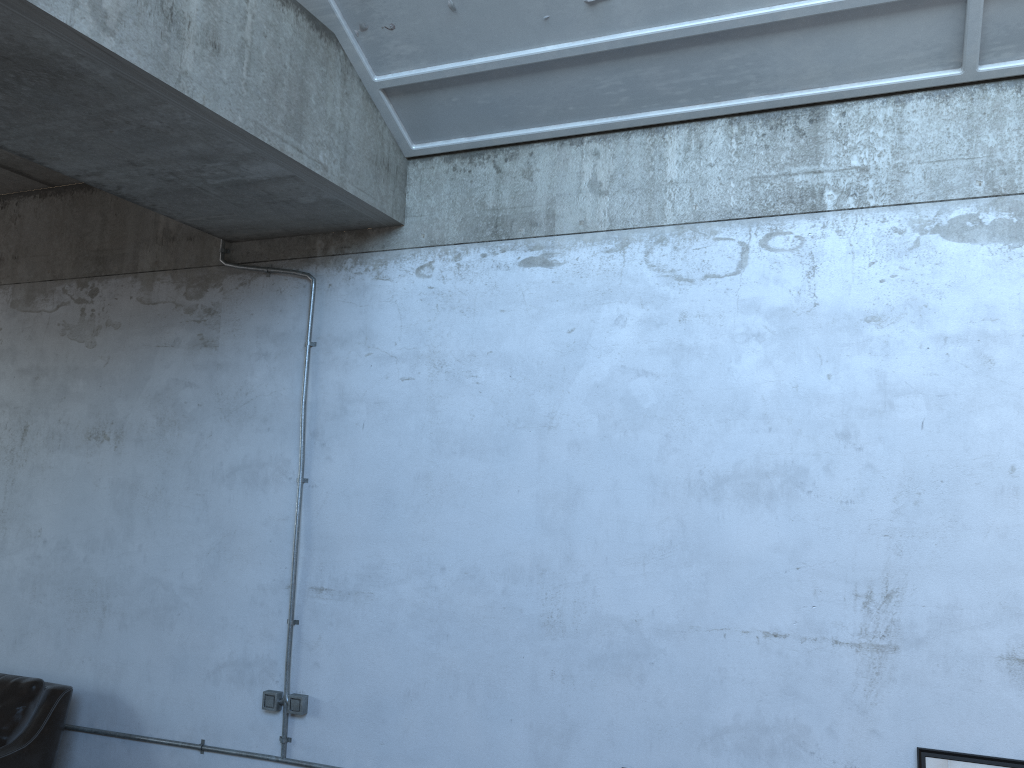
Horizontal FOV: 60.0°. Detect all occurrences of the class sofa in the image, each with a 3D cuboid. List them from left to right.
[{"bbox_3d":[-3.708,2.052,4.758,2.610,1.045,0.929,-1,-8,22],"label":"sofa"}]

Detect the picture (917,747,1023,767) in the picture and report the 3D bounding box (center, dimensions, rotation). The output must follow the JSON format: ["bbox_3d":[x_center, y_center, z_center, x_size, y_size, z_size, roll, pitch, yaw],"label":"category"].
[{"bbox_3d":[1.946,1.923,2.904,1.095,1.215,0.233,-1,-8,23],"label":"picture"}]
